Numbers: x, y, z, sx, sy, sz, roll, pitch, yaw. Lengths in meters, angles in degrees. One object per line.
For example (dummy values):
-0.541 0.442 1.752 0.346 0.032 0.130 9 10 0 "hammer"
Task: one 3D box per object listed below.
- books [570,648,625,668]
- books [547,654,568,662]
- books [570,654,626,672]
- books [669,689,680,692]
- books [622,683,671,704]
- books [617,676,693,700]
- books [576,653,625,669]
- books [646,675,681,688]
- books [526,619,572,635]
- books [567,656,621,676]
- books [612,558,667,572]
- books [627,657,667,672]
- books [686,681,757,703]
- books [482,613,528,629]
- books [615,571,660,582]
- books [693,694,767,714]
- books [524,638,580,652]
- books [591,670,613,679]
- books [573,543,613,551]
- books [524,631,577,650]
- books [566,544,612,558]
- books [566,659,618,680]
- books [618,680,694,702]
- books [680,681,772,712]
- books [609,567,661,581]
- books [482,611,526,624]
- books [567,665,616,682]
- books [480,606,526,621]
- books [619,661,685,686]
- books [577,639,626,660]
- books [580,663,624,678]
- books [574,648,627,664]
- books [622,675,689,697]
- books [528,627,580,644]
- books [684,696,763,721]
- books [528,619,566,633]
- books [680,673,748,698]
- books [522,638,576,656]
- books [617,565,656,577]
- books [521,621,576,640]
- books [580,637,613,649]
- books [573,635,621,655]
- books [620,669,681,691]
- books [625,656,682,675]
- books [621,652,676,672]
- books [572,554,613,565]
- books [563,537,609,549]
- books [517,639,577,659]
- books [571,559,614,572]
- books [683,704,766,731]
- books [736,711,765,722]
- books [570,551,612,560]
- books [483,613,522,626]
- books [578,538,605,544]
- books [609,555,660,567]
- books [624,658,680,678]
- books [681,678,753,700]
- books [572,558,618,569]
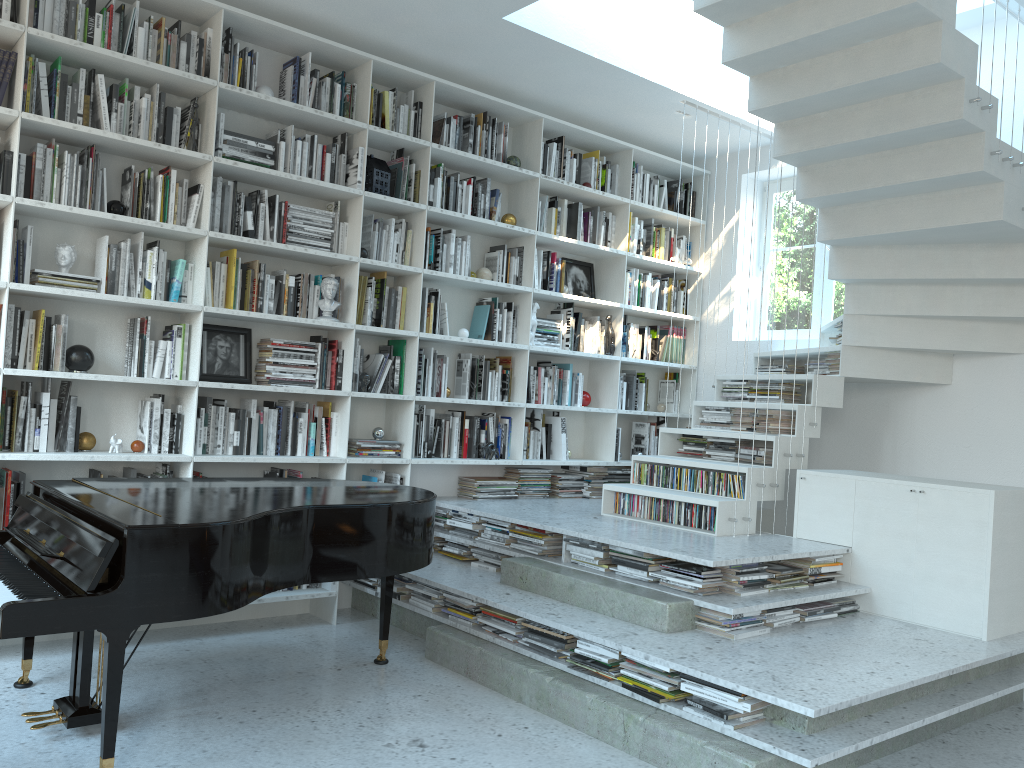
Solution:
0.387 1.124 3.666 0.171 0.007 0.260 5 -2 -36 "books"
0.199 1.173 3.909 0.142 0.012 0.291 5 -2 -35 "books"
0.381 1.143 3.662 0.189 0.013 0.215 5 -2 -41 "books"
0.589 1.148 3.443 0.154 0.014 0.196 5 -2 -39 "books"
0.565 1.182 3.425 0.191 0.016 0.208 5 -2 -34 "books"
0.570 1.162 3.428 0.191 0.006 0.275 5 -2 -37 "books"
0.400 1.133 3.677 0.145 0.010 0.266 5 -2 -40 "books"
0.584 1.124 3.438 0.150 0.004 0.290 5 -2 -35 "books"
0.208 1.065 3.912 0.157 0.007 0.268 5 -2 -39 "books"
0.385 1.154 3.666 0.180 0.008 0.267 5 -2 -40 "books"
0.617 0.851 4.199 0.177 0.026 0.230 5 -2 -39 "books"
0.578 1.074 3.431 0.178 0.010 0.196 5 -2 -34 "books"
0.775 1.094 3.200 0.165 0.015 0.243 5 -2 -35 "books"
0.007 1.099 4.150 0.155 0.009 0.297 5 -2 -38 "books"
0.619 0.909 4.203 0.142 0.020 0.230 5 -2 -34 "books"
0.787 1.139 3.212 0.137 0.019 0.224 5 -2 -38 "books"
0.192 1.137 3.902 0.177 0.011 0.220 5 -2 -37 "books"
0.390 1.176 3.671 0.147 0.008 0.236 5 -2 -34 "books"
0.432 0.808 4.441 0.145 0.017 0.208 5 -2 -44 "books"
0.195 1.119 3.904 0.160 0.025 0.244 5 -2 -44 "books"
0.422 0.831 4.434 0.174 0.029 0.250 5 -2 -41 "books"
0.388 1.169 3.668 0.171 0.005 0.297 5 -2 -40 "books"
0.574 1.170 3.432 0.178 0.009 0.276 5 -2 -41 "books"
0.773 1.115 3.200 0.157 0.027 0.287 5 -2 -44 "books"
0.617 0.896 4.201 0.154 0.007 0.292 5 -2 -36 "books"
-0.001 1.078 4.142 0.165 0.014 0.235 5 -2 -44 "books"
0.375 1.181 3.658 0.193 0.005 0.224 5 -2 -43 "books"
-0.003 1.065 4.140 0.179 0.012 0.249 5 -2 -42 "books"
0.576 1.108 3.431 0.168 0.013 0.281 5 -2 -44 "books"
0.399 1.090 3.675 0.141 0.028 0.222 5 -2 -44 "books"
0.389 1.162 3.669 0.159 0.009 0.275 5 -2 -36 "books"
0.386 1.112 3.665 0.180 0.017 0.182 5 -2 -42 "books"
0.582 1.157 3.438 0.170 0.006 0.268 5 -2 -39 "books"
0.205 1.099 3.911 0.142 0.017 0.239 5 -2 -43 "books"
0.762 1.155 3.192 0.187 0.017 0.205 5 -2 -34 "books"
0.205 1.057 3.910 0.160 0.008 0.239 5 -2 -38 "books"
0.765 1.069 3.191 0.192 0.014 0.256 5 -2 -43 "books"
0.198 1.147 3.908 0.147 0.008 0.290 5 -2 -43 "books"
0.622 0.878 4.205 0.155 0.028 0.189 5 -2 -38 "books"
0.196 1.074 3.903 0.170 0.014 0.281 5 -2 -42 "books"
0.399 1.057 3.674 0.157 0.014 0.215 5 -2 -37 "books"
0.399 1.070 3.674 0.139 0.013 0.288 5 -2 -34 "books"
0.574 1.132 3.430 0.191 0.015 0.246 5 -2 -38 "books"
0.593 1.084 3.444 0.133 0.008 0.284 5 -2 -43 "books"
0.578 1.061 3.431 0.182 0.016 0.256 5 -2 -36 "books"
0.424 0.872 4.437 0.167 0.024 0.192 5 -2 -38 "books"
0.414 0.791 4.426 0.192 0.014 0.256 5 -2 -43 "books"
0.184 1.155 3.896 0.189 0.009 0.290 5 -2 -36 "books"
0.429 0.906 4.442 0.132 0.016 0.262 5 -2 -34 "books"
0.765 1.187 3.195 0.184 0.017 0.230 5 -2 -37 "books"
0.789 1.174 3.214 0.132 0.014 0.205 5 -2 -39 "books"
0.417 0.852 4.430 0.178 0.015 0.187 5 -2 -34 "books"
0.005 1.090 4.147 0.169 0.009 0.241 5 -2 -39 "books"
0.439 0.779 4.445 0.134 0.014 0.181 5 -2 -34 "books"
0.614 0.833 4.196 0.187 0.009 0.250 5 -2 -39 "books"
0.584 1.091 3.437 0.175 0.006 0.251 5 -2 -39 "books"
0.770 1.081 3.196 0.176 0.010 0.266 5 -2 -43 "books"
0.437 0.892 4.448 0.136 0.013 0.258 5 -2 -39 "books"
